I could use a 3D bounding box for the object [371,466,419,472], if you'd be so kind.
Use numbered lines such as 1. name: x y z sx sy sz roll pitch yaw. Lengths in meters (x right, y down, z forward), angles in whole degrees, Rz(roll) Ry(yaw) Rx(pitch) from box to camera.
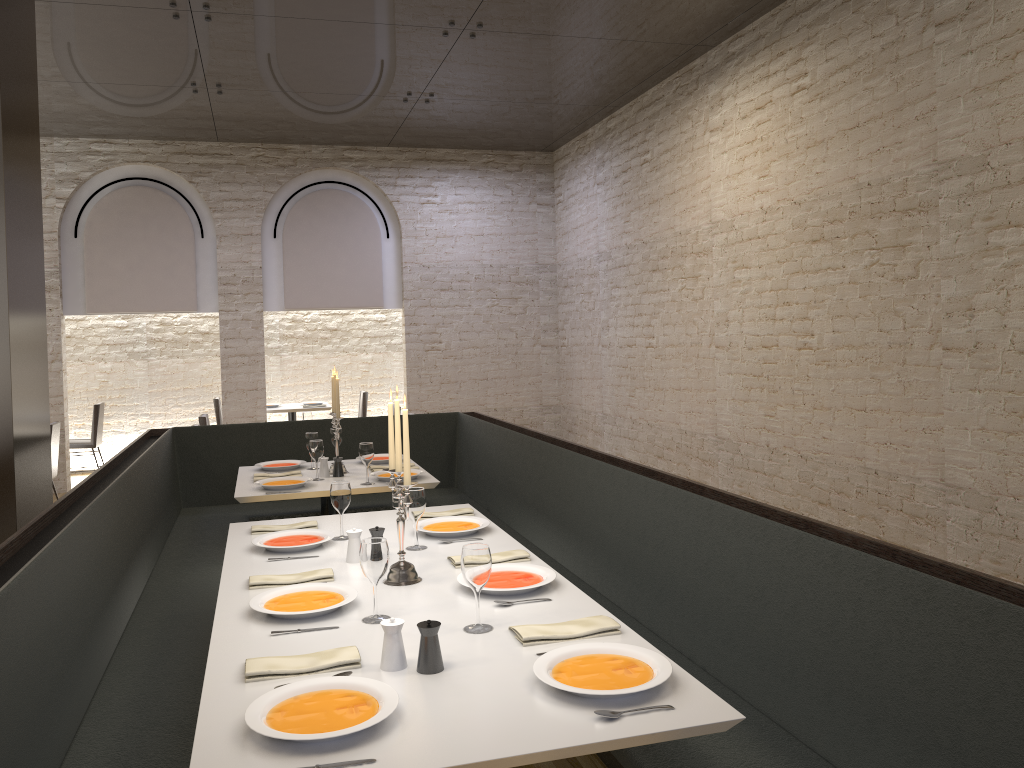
1. object: -0.708 0.523 5.375 0.273 0.033 0.143 -3 3 -16

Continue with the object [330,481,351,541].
1. object: -0.695 0.514 3.605 0.086 0.231 0.086 -2 1 -4

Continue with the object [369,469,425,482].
1. object: -0.658 0.530 5.101 0.322 0.036 0.322 -4 4 -40

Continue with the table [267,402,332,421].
1. table: -2.755 0.657 11.115 0.936 0.759 1.011 -2 2 -16

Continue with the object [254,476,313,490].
1. object: -1.269 0.557 4.929 0.322 0.036 0.322 -4 4 -40

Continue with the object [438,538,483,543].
1. object: -0.202 0.613 3.486 0.181 0.015 0.038 -3 3 -14

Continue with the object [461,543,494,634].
1. object: -0.096 0.560 2.439 0.086 0.231 0.086 -1 1 26

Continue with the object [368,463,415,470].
1. object: -0.751 0.516 5.523 0.273 0.033 0.143 -3 3 -16

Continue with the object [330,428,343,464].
1. object: -1.149 0.406 5.810 0.086 0.231 0.086 -1 1 44

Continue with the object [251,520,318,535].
1. object: -0.982 0.617 3.825 0.273 0.033 0.143 -3 3 -16

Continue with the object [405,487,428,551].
1. object: -0.370 0.516 3.399 0.086 0.231 0.086 -2 1 -4

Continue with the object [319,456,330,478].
1. object: -1.115 0.492 5.257 0.069 0.126 0.069 -1 1 26

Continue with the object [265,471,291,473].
1. object: -1.432 0.543 5.474 0.185 0.010 0.017 -3 3 -16

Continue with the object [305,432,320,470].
1. object: -1.259 0.422 5.584 0.086 0.231 0.086 -1 1 20

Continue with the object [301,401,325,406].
1. object: -2.510 0.250 11.181 0.321 0.036 0.322 -1 3 19

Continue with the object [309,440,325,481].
1. object: -1.134 0.442 5.147 0.086 0.231 0.086 -1 1 20

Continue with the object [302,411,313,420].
1. object: -1.676 0.342 7.258 0.086 0.231 0.086 -1 1 14

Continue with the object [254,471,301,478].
1. object: -1.414 0.546 5.341 0.273 0.033 0.143 -3 3 -16

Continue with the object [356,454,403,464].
1. object: -0.863 0.496 5.818 0.321 0.036 0.322 0 4 32

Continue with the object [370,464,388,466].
1. object: -0.817 0.512 5.644 0.181 0.015 0.038 -3 3 -14

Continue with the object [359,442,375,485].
1. object: -0.809 0.444 4.940 0.086 0.231 0.086 -1 1 20

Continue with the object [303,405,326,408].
1. object: -2.413 0.274 10.834 0.273 0.033 0.143 -3 3 -16

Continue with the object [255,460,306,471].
1. object: -1.473 0.524 5.647 0.322 0.036 0.322 -3 3 -20

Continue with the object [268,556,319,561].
1. object: -0.810 0.644 3.290 0.185 0.010 0.017 -3 3 -16

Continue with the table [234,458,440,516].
1. table: -1.079 0.923 5.369 1.101 0.759 1.189 -2 3 -16

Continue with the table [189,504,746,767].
1. table: -0.379 1.038 2.911 1.101 0.759 2.540 -2 3 -16

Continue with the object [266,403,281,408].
1. object: -3.028 0.274 11.035 0.321 0.036 0.322 -1 3 19

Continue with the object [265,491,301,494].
1. object: -1.220 0.577 4.729 0.185 0.010 0.017 -3 3 -16

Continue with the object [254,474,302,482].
1. object: -1.372 0.553 5.192 0.273 0.033 0.143 -3 3 -16

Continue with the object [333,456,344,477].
1. object: -1.031 0.490 5.256 0.069 0.126 0.069 -1 1 26

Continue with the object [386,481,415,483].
1. object: -0.612 0.546 4.925 0.181 0.015 0.038 -3 3 -14

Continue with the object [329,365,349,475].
1. object: -1.068 0.213 5.382 0.131 0.656 0.390 -2 1 -5

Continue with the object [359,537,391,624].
1. object: -0.394 0.563 2.547 0.086 0.231 0.086 -2 1 -16
